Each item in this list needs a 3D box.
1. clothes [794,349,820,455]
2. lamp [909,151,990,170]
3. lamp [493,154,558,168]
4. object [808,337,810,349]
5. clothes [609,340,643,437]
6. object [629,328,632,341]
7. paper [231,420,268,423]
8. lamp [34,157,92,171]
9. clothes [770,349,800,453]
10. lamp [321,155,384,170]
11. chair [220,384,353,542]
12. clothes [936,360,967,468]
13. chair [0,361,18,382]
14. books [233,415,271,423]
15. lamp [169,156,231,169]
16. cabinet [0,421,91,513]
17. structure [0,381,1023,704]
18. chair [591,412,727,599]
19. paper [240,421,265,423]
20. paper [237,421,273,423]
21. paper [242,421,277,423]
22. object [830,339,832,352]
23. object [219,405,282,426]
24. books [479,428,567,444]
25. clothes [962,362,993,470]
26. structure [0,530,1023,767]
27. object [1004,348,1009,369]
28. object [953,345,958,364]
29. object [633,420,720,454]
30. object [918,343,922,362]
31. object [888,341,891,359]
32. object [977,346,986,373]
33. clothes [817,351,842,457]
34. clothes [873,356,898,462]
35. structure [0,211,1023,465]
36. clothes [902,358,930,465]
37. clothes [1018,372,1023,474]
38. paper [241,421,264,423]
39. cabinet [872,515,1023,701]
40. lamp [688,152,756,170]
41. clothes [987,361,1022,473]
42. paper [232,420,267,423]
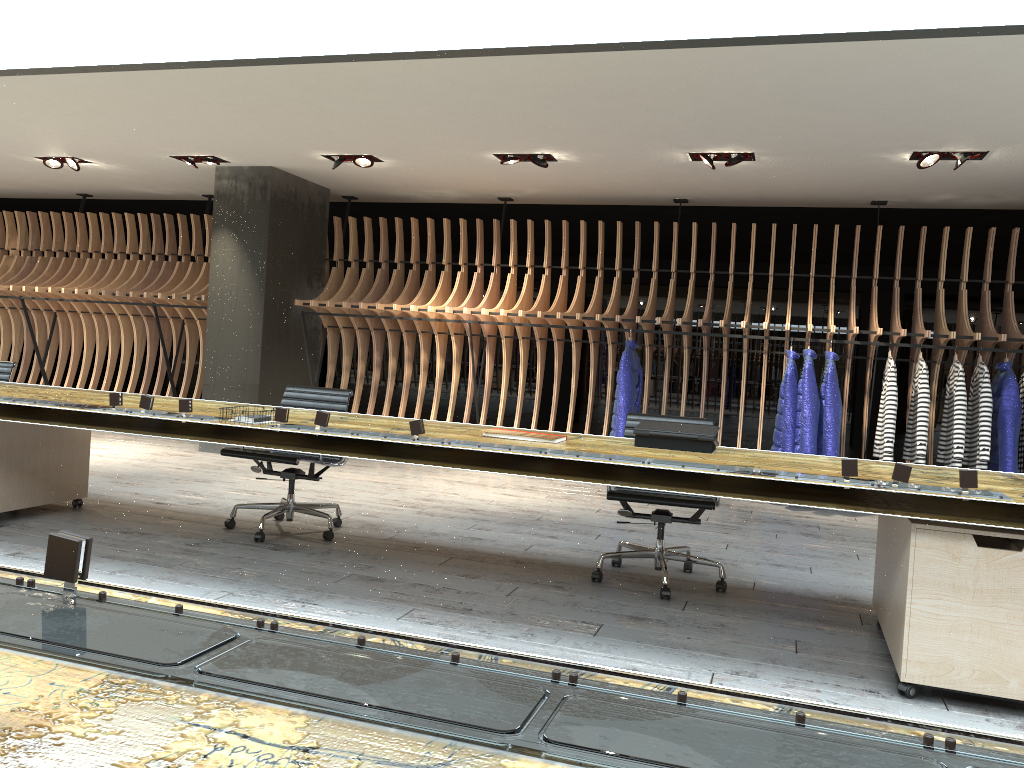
[{"bbox_3d":[2.462,0.322,7.553,0.249,1.246,0.883,4,1,14],"label":"clothes"},{"bbox_3d":[3.154,-1.689,6.408,0.493,0.292,0.269,4,1,17],"label":"lamp"},{"bbox_3d":[0.116,-1.915,7.358,0.493,0.294,0.269,4,1,17],"label":"lamp"},{"bbox_3d":[2.529,-0.256,7.569,0.012,0.291,0.523,4,2,17],"label":"object"},{"bbox_3d":[1.025,0.214,8.085,0.245,1.238,0.885,4,1,14],"label":"clothes"},{"bbox_3d":[1.074,-0.374,8.041,0.012,0.270,0.525,4,2,17],"label":"object"},{"bbox_3d":[-1.191,0.171,4.085,0.130,0.004,0.176,4,2,21],"label":"paper"},{"bbox_3d":[-4.441,-2.259,8.783,0.493,0.288,0.269,4,1,17],"label":"lamp"},{"bbox_3d":[2.374,0.319,7.746,0.242,1.260,0.880,4,1,14],"label":"clothes"},{"bbox_3d":[-1.403,-2.030,7.833,0.493,0.292,0.269,4,1,17],"label":"lamp"},{"bbox_3d":[-1.325,0.449,5.258,0.693,0.859,0.667,4,1,13],"label":"chair"},{"bbox_3d":[3.564,0.340,7.127,0.128,1.061,0.752,4,1,16],"label":"clothes"},{"bbox_3d":[-3.835,0.260,6.077,0.693,0.859,0.668,4,1,8],"label":"chair"},{"bbox_3d":[-1.195,0.157,4.080,0.110,0.025,0.155,4,2,12],"label":"books"},{"bbox_3d":[-2.922,-2.142,8.308,0.493,0.295,0.269,4,1,17],"label":"lamp"},{"bbox_3d":[-3.108,0.452,5.164,0.593,0.630,1.131,4,2,17],"label":"cabinet"},{"bbox_3d":[-2.661,0.382,4.919,10.454,0.844,1.162,4,2,17],"label":"structure"},{"bbox_3d":[0.783,0.607,4.609,0.693,0.859,0.668,4,1,3],"label":"chair"},{"bbox_3d":[-1.191,0.170,4.085,0.130,0.004,0.176,5,2,24],"label":"paper"},{"bbox_3d":[-1.191,0.172,4.085,0.130,0.004,0.176,5,2,26],"label":"paper"},{"bbox_3d":[-1.191,0.169,4.085,0.130,0.004,0.176,5,2,23],"label":"paper"},{"bbox_3d":[2.705,-0.252,7.531,0.012,0.270,0.525,4,2,17],"label":"object"},{"bbox_3d":[-1.191,0.146,4.083,0.209,0.071,0.302,4,2,12],"label":"object"},{"bbox_3d":[0.055,0.242,4.143,0.366,0.026,0.213,4,2,18],"label":"books"},{"bbox_3d":[3.734,0.353,7.074,0.128,1.061,0.752,4,1,16],"label":"clothes"},{"bbox_3d":[-3.413,0.389,3.229,18.481,0.844,4.836,4,2,17],"label":"structure"},{"bbox_3d":[3.991,-0.157,7.162,0.012,0.270,0.525,4,2,17],"label":"object"},{"bbox_3d":[3.612,-0.164,7.219,0.012,0.312,0.518,4,2,17],"label":"object"},{"bbox_3d":[0.770,0.246,4.147,0.373,0.111,0.261,4,2,17],"label":"object"},{"bbox_3d":[3.362,-0.182,7.297,0.012,0.312,0.518,4,2,17],"label":"object"},{"bbox_3d":[3.137,-0.199,7.368,0.012,0.312,0.518,4,2,17],"label":"object"},{"bbox_3d":[3.782,-0.151,7.166,0.012,0.312,0.518,4,2,17],"label":"object"},{"bbox_3d":[2.656,0.336,7.576,0.245,1.238,0.885,4,1,14],"label":"clothes"},{"bbox_3d":[3.090,0.304,7.275,0.128,1.061,0.752,4,1,16],"label":"clothes"},{"bbox_3d":[-7.429,-0.756,3.802,36.566,2.439,14.883,4,2,17],"label":"structure"},{"bbox_3d":[3.314,0.321,7.205,0.128,1.061,0.752,4,1,16],"label":"clothes"},{"bbox_3d":[4.072,0.434,6.951,0.192,1.187,0.807,4,1,18],"label":"clothes"},{"bbox_3d":[-1.191,0.170,4.085,0.130,0.004,0.176,4,2,22],"label":"paper"},{"bbox_3d":[1.851,0.823,3.617,0.593,0.630,1.131,4,2,17],"label":"cabinet"},{"bbox_3d":[1.635,-1.806,6.883,0.493,0.286,0.269,4,1,17],"label":"lamp"},{"bbox_3d":[3.964,0.435,7.137,0.245,1.238,0.885,4,1,14],"label":"clothes"},{"bbox_3d":[-1.191,0.170,4.085,0.130,0.004,0.176,4,2,22],"label":"paper"}]
